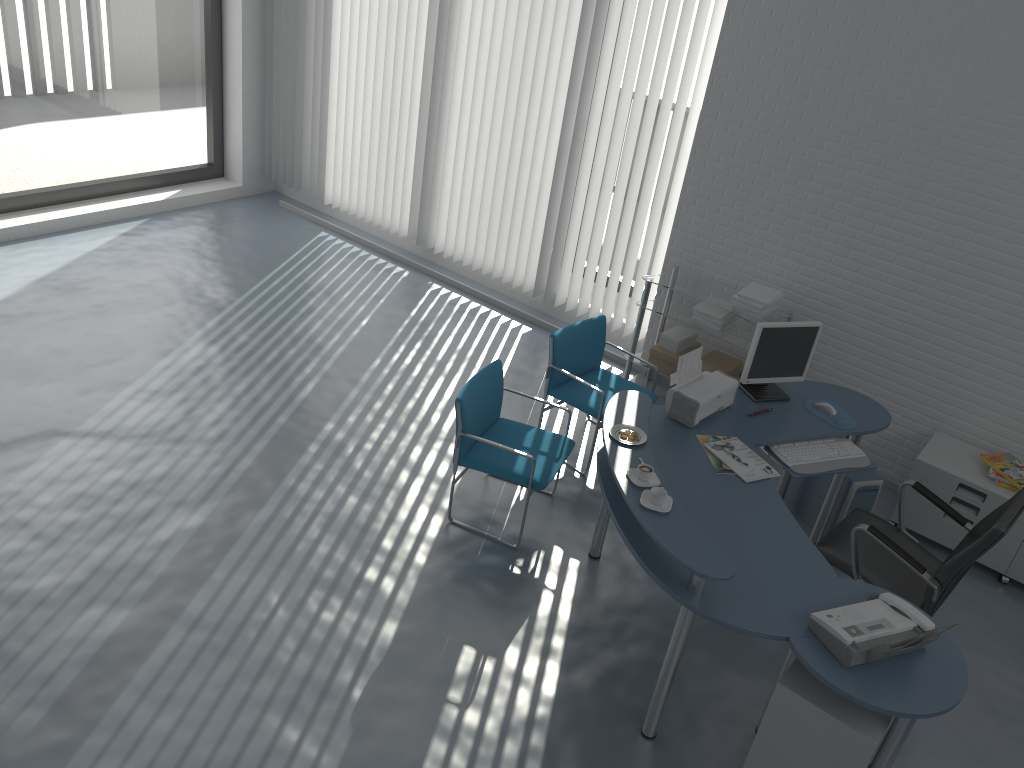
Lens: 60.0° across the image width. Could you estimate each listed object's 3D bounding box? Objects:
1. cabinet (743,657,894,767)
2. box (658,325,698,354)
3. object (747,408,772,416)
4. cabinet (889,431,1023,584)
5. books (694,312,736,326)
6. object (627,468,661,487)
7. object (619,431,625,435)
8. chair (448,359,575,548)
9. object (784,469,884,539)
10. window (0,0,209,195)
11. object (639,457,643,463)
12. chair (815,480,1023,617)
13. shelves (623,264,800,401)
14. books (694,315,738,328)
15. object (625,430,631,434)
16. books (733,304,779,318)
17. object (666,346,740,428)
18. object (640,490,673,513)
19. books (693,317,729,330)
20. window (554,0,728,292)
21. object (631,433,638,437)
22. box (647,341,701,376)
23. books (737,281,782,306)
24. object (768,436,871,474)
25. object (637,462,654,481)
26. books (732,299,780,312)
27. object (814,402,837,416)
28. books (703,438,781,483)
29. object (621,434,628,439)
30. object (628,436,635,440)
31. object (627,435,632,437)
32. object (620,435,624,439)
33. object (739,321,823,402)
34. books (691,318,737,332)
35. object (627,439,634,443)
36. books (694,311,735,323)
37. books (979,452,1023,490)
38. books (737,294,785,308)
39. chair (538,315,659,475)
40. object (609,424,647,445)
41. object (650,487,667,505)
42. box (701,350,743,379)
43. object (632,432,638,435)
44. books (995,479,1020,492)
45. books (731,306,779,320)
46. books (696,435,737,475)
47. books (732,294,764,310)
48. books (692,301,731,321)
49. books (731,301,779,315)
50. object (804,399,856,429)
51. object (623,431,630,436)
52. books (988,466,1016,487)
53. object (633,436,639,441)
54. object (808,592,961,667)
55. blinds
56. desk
[{"bbox_3d":[1.157,1.272,3.262,0.383,0.605,0.559,28,34,30],"label":"cabinet"},{"bbox_3d":[1.058,-0.286,5.650,0.139,0.090,0.234,30,35,33],"label":"box"},{"bbox_3d":[1.211,0.139,4.336,0.178,0.013,0.013,-12,36,-33],"label":"object"},{"bbox_3d":[2.748,0.784,4.726,1.259,0.484,0.447,27,34,28],"label":"cabinet"},{"bbox_3d":[1.263,-0.435,5.458,0.190,0.015,0.270,26,33,28],"label":"books"},{"bbox_3d":[0.509,0.365,3.435,0.119,0.016,0.119,0,30,-17],"label":"object"},{"bbox_3d":[0.461,0.206,3.706,0.025,0.005,0.027,-1,31,-17],"label":"object"},{"bbox_3d":[-0.007,0.342,4.465,0.543,0.707,0.542,18,30,16],"label":"chair"},{"bbox_3d":[1.753,0.576,4.863,0.199,0.422,0.471,-1,31,-19],"label":"object"},{"bbox_3d":[-3.420,-2.692,6.443,0.008,2.691,2.824,27,34,29],"label":"window"},{"bbox_3d":[0.522,0.317,3.517,0.025,0.021,0.119,5,29,-9],"label":"object"},{"bbox_3d":[1.761,0.772,3.975,0.652,0.948,0.584,31,35,33],"label":"chair"},{"bbox_3d":[1.207,-0.178,5.603,0.896,0.848,0.441,28,34,29],"label":"shelves"},{"bbox_3d":[1.266,-0.423,5.469,0.190,0.015,0.270,27,34,29],"label":"books"},{"bbox_3d":[0.488,0.201,3.722,0.025,0.005,0.027,2,30,-13],"label":"object"},{"bbox_3d":[1.452,-0.470,5.275,0.190,0.015,0.270,25,33,26],"label":"books"},{"bbox_3d":[0.906,0.003,4.219,0.197,0.273,0.392,30,35,33],"label":"object"},{"bbox_3d":[0.538,0.441,3.310,0.119,0.016,0.119,15,30,10],"label":"object"},{"bbox_3d":[1.255,-0.413,5.477,0.190,0.015,0.270,25,32,25],"label":"books"},{"bbox_3d":[0.149,-2.354,6.714,3.635,2.562,0.008,27,34,29],"label":"window"},{"bbox_3d":[0.510,0.211,3.702,0.027,0.005,0.025,4,29,-9],"label":"object"},{"bbox_3d":[1.042,-0.190,5.704,0.207,0.133,0.347,24,32,25],"label":"box"},{"bbox_3d":[1.463,-0.535,5.238,0.190,0.015,0.270,24,32,24],"label":"books"},{"bbox_3d":[1.458,0.322,4.209,0.478,0.028,0.276,-4,32,-22],"label":"object"},{"bbox_3d":[0.516,0.342,3.430,0.062,0.049,0.078,21,31,20],"label":"object"},{"bbox_3d":[1.452,-0.500,5.265,0.190,0.015,0.270,27,34,29],"label":"books"},{"bbox_3d":[1.579,0.116,4.456,0.054,0.035,0.115,-18,39,-40],"label":"object"},{"bbox_3d":[1.017,0.336,3.934,0.200,0.010,0.300,-8,33,-28],"label":"books"},{"bbox_3d":[0.466,0.218,3.677,0.027,0.005,0.025,16,30,11],"label":"object"},{"bbox_3d":[0.496,0.223,3.677,0.025,0.005,0.027,22,31,21],"label":"object"},{"bbox_3d":[0.491,0.218,3.694,0.025,0.005,0.027,19,30,16],"label":"object"},{"bbox_3d":[0.462,0.220,3.681,0.027,0.005,0.025,12,29,4],"label":"object"},{"bbox_3d":[1.307,-0.143,4.450,0.365,0.417,0.212,-2,31,-20],"label":"object"},{"bbox_3d":[1.253,-0.400,5.485,0.190,0.015,0.270,26,33,28],"label":"books"},{"bbox_3d":[0.490,0.233,3.667,0.027,0.005,0.025,21,31,19],"label":"object"},{"bbox_3d":[1.269,-0.450,5.456,0.190,0.015,0.270,28,34,30],"label":"books"},{"bbox_3d":[2.653,0.459,4.673,0.210,0.020,0.300,-2,31,-19],"label":"books"},{"bbox_3d":[1.474,-0.521,5.247,0.190,0.015,0.270,27,34,29],"label":"books"},{"bbox_3d":[0.494,0.058,5.118,0.543,0.707,0.542,30,35,33],"label":"chair"},{"bbox_3d":[0.484,0.214,3.696,0.162,0.011,0.162,2,30,-13],"label":"object"},{"bbox_3d":[0.548,0.419,3.302,0.078,0.049,0.062,-10,34,-31],"label":"object"},{"bbox_3d":[1.272,-0.072,5.563,0.207,0.133,0.347,27,34,29],"label":"box"},{"bbox_3d":[0.514,0.209,3.716,0.025,0.005,0.027,10,29,1],"label":"object"},{"bbox_3d":[2.698,0.520,4.661,0.300,0.020,0.210,18,30,15],"label":"books"},{"bbox_3d":[1.450,-0.457,5.282,0.190,0.015,0.270,27,34,29],"label":"books"},{"bbox_3d":[0.961,0.315,3.958,0.200,0.005,0.300,3,30,-11],"label":"books"},{"bbox_3d":[1.450,-0.510,5.252,0.190,0.015,0.270,29,34,31],"label":"books"},{"bbox_3d":[1.250,-0.466,5.447,0.190,0.015,0.270,25,33,26],"label":"books"},{"bbox_3d":[1.445,-0.485,5.269,0.190,0.015,0.270,28,34,30],"label":"books"},{"bbox_3d":[1.605,0.136,4.446,0.213,0.026,0.285,-15,38,-37],"label":"object"},{"bbox_3d":[0.479,0.206,3.702,0.025,0.005,0.027,30,35,33],"label":"object"},{"bbox_3d":[2.674,0.494,4.659,0.300,0.020,0.210,24,32,24],"label":"books"},{"bbox_3d":[0.517,0.226,3.687,0.025,0.005,0.027,10,29,0],"label":"object"},{"bbox_3d":[1.271,0.764,2.968,0.405,0.280,0.399,-4,32,-23],"label":"object"},{"bbox_3d":[-0.446,-2.384,6.526,4.001,2.955,0.158,27,34,29],"label":"blinds"},{"bbox_3d":[1.007,0.680,3.964,1.402,0.900,2.282,14,29,7],"label":"desk"}]
